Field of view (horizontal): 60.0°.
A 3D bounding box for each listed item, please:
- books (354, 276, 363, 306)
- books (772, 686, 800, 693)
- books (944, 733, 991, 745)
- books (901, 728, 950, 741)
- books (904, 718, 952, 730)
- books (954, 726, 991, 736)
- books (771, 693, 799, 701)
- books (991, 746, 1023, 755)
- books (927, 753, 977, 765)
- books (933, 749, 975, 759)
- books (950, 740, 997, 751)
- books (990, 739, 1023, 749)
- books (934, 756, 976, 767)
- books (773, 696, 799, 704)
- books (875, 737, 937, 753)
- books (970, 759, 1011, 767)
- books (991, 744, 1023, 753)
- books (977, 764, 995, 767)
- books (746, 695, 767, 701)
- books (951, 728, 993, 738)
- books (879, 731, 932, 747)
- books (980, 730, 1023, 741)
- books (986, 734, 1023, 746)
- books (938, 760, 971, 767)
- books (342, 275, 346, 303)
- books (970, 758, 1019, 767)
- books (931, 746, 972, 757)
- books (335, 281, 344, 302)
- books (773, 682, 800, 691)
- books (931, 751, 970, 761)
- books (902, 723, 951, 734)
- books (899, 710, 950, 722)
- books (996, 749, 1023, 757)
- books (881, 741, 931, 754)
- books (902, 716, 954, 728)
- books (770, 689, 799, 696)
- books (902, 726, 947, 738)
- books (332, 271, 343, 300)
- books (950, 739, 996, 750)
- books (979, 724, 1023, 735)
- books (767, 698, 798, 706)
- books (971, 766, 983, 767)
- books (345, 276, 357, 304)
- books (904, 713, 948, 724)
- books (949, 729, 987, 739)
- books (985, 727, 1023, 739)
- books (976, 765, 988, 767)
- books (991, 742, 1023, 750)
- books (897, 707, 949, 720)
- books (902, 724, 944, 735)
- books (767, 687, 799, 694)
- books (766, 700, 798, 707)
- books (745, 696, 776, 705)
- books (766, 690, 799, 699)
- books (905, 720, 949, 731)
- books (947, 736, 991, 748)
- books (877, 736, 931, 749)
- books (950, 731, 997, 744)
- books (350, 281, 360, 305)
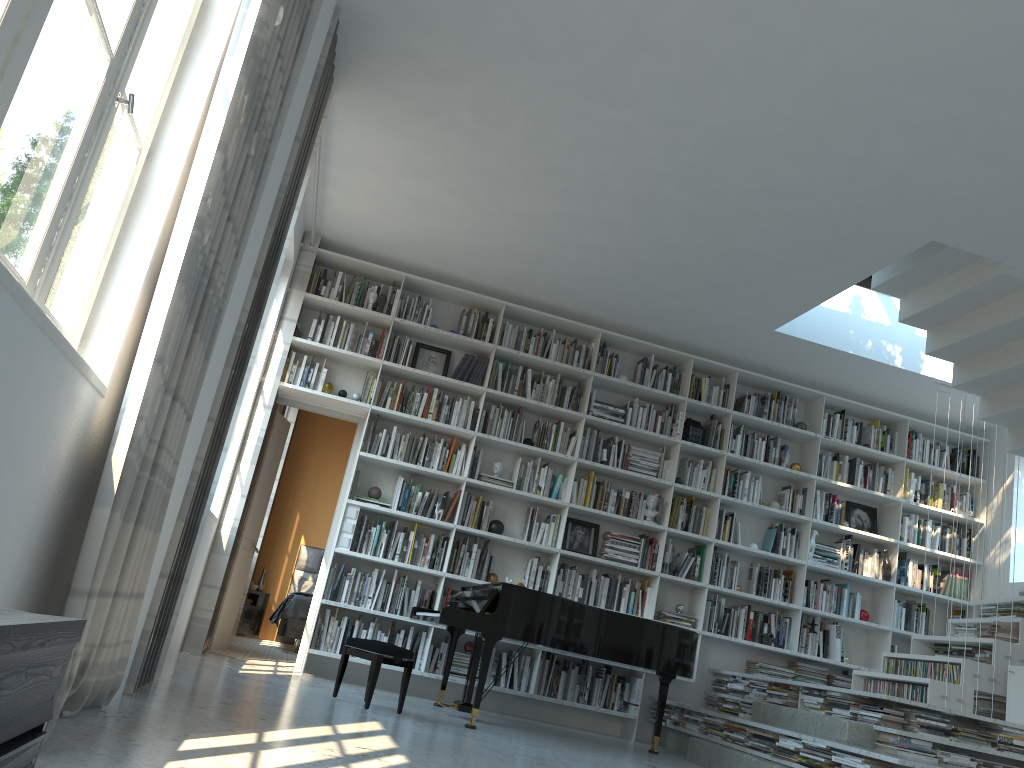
[{"bbox_3d":[-1.250,-0.705,7.147,0.014,0.303,0.146,15,-16,-10],"label":"books"},{"bbox_3d":[1.979,2.172,6.279,0.128,0.013,0.296,16,-17,-12],"label":"books"},{"bbox_3d":[2.695,2.109,5.281,0.215,0.015,0.177,15,-17,-9],"label":"books"},{"bbox_3d":[2.424,2.062,5.222,0.216,0.015,0.178,16,-17,-12],"label":"books"},{"bbox_3d":[2.434,2.007,5.248,0.260,0.009,0.153,14,-17,-7],"label":"books"},{"bbox_3d":[2.706,2.061,5.290,0.203,0.011,0.173,17,-17,-15],"label":"books"},{"bbox_3d":[1.956,2.219,6.262,0.159,0.018,0.203,16,-17,-12],"label":"books"},{"bbox_3d":[2.974,2.204,5.336,0.259,0.009,0.153,16,-17,-13],"label":"books"},{"bbox_3d":[2.506,2.149,5.105,0.273,0.012,0.159,16,-17,-12],"label":"books"},{"bbox_3d":[2.510,2.125,5.117,0.242,0.005,0.153,15,-17,-9],"label":"books"},{"bbox_3d":[2.690,2.137,5.269,0.291,0.007,0.174,14,-17,-7],"label":"books"},{"bbox_3d":[2.980,2.172,5.347,0.268,0.014,0.160,15,-17,-11],"label":"books"},{"bbox_3d":[2.505,2.161,5.091,0.232,0.019,0.170,17,-17,-15],"label":"books"},{"bbox_3d":[1.964,2.238,6.260,0.138,0.017,0.238,15,-17,-11],"label":"books"},{"bbox_3d":[2.241,2.056,5.057,0.292,0.012,0.160,14,-17,-7],"label":"books"},{"bbox_3d":[2.782,2.210,5.145,0.287,0.018,0.190,15,-17,-11],"label":"books"},{"bbox_3d":[2.975,2.194,5.345,0.262,0.016,0.132,17,-17,-15],"label":"books"},{"bbox_3d":[2.773,2.228,5.166,0.273,0.009,0.129,14,-17,-7],"label":"books"},{"bbox_3d":[1.864,2.322,6.520,0.190,0.012,0.235,16,-17,-12],"label":"books"},{"bbox_3d":[2.702,2.074,5.294,0.246,0.013,0.173,15,-17,-11],"label":"books"},{"bbox_3d":[2.247,2.029,5.063,0.234,0.025,0.158,17,-17,-15],"label":"books"},{"bbox_3d":[2.993,2.127,5.343,0.261,0.012,0.180,14,-17,-6],"label":"books"},{"bbox_3d":[2.987,2.149,5.344,0.284,0.030,0.177,15,-17,-9],"label":"books"},{"bbox_3d":[2.498,2.180,5.100,0.208,0.015,0.153,16,-17,-12],"label":"books"},{"bbox_3d":[-1.349,-0.717,7.104,0.057,0.262,0.191,15,-16,-10],"label":"books"},{"bbox_3d":[2.775,2.198,5.156,0.275,0.008,0.177,15,-17,-10],"label":"books"},{"bbox_3d":[2.511,2.117,5.122,0.220,0.013,0.149,15,-17,-11],"label":"books"},{"bbox_3d":[-1.389,-0.698,7.095,0.030,0.205,0.176,15,-16,-10],"label":"books"},{"bbox_3d":[1.973,2.150,6.283,0.139,0.028,0.262,14,-17,-5],"label":"books"},{"bbox_3d":[2.506,2.137,5.120,0.211,0.018,0.135,14,-17,-7],"label":"books"},{"bbox_3d":[2.432,2.025,5.229,0.215,0.013,0.189,15,-17,-11],"label":"books"},{"bbox_3d":[2.443,1.967,5.255,0.228,0.009,0.159,16,-17,-14],"label":"books"},{"bbox_3d":[2.974,2.211,5.325,0.220,0.011,0.178,16,-17,-12],"label":"books"},{"bbox_3d":[2.239,2.067,5.050,0.210,0.012,0.168,14,-17,-6],"label":"books"},{"bbox_3d":[2.441,1.991,5.231,0.230,0.015,0.190,14,-17,-5],"label":"books"},{"bbox_3d":[1.956,2.187,6.270,0.161,0.012,0.255,14,-17,-6],"label":"books"},{"bbox_3d":[2.423,2.053,5.240,0.227,0.012,0.149,16,-17,-12],"label":"books"},{"bbox_3d":[-1.410,-0.739,7.110,0.028,0.282,0.190,15,-16,-10],"label":"books"},{"bbox_3d":[2.691,2.131,5.270,0.287,0.005,0.165,14,-17,-5],"label":"books"},{"bbox_3d":[3.001,2.092,5.349,0.286,0.013,0.181,17,-17,-15],"label":"books"},{"bbox_3d":[1.940,2.247,6.252,0.178,0.014,0.248,16,-17,-12],"label":"books"},{"bbox_3d":[2.775,2.240,5.139,0.250,0.018,0.178,14,-17,-7],"label":"books"},{"bbox_3d":[-1.305,-0.710,7.129,0.039,0.282,0.182,15,-16,-10],"label":"books"},{"bbox_3d":[2.439,1.981,5.259,0.221,0.018,0.154,15,-17,-9],"label":"books"},{"bbox_3d":[2.699,2.086,5.295,0.179,0.010,0.160,14,-17,-8],"label":"books"},{"bbox_3d":[2.995,2.112,5.354,0.192,0.024,0.168,14,-17,-5],"label":"books"},{"bbox_3d":[2.776,2.230,5.148,0.254,0.005,0.161,16,-17,-14],"label":"books"},{"bbox_3d":[2.983,2.177,5.324,0.281,0.008,0.181,14,-17,-5],"label":"books"},{"bbox_3d":[2.441,1.960,5.278,0.261,0.016,0.129,15,-17,-11],"label":"books"},{"bbox_3d":[2.424,2.042,5.248,0.208,0.012,0.132,16,-17,-14],"label":"books"},{"bbox_3d":[1.952,2.175,6.272,0.187,0.009,0.261,15,-17,-11],"label":"books"},{"bbox_3d":[1.931,2.257,6.247,0.182,0.011,0.254,14,-17,-6],"label":"books"},{"bbox_3d":[1.866,2.334,6.517,0.183,0.012,0.297,15,-17,-11],"label":"books"},{"bbox_3d":[1.951,2.200,6.266,0.179,0.017,0.293,15,-17,-9],"label":"books"},{"bbox_3d":[2.432,2.016,5.242,0.210,0.012,0.168,15,-17,-9],"label":"books"},{"bbox_3d":[2.688,2.127,5.292,0.294,0.014,0.134,16,-17,-13],"label":"books"},{"bbox_3d":[2.240,2.049,5.072,0.257,0.010,0.132,14,-17,-6],"label":"books"},{"bbox_3d":[2.701,2.092,5.271,0.273,0.014,0.188,17,-17,-15],"label":"books"},{"bbox_3d":[-1.279,-0.685,7.149,0.030,0.257,0.130,15,-16,-10],"label":"books"}]
